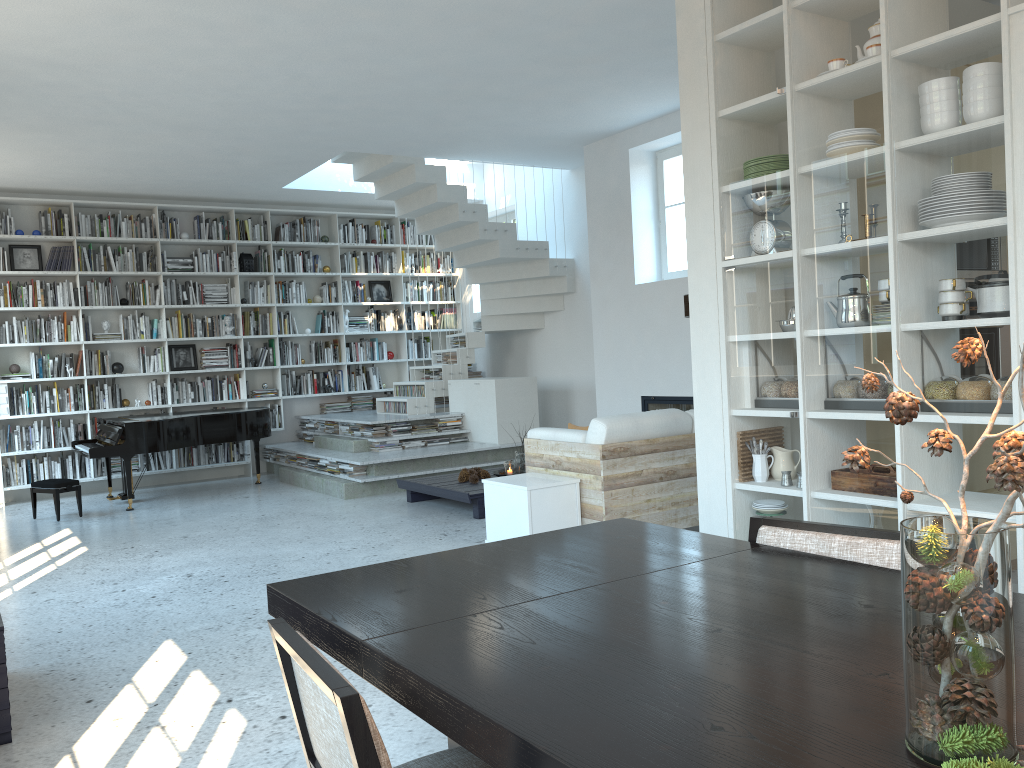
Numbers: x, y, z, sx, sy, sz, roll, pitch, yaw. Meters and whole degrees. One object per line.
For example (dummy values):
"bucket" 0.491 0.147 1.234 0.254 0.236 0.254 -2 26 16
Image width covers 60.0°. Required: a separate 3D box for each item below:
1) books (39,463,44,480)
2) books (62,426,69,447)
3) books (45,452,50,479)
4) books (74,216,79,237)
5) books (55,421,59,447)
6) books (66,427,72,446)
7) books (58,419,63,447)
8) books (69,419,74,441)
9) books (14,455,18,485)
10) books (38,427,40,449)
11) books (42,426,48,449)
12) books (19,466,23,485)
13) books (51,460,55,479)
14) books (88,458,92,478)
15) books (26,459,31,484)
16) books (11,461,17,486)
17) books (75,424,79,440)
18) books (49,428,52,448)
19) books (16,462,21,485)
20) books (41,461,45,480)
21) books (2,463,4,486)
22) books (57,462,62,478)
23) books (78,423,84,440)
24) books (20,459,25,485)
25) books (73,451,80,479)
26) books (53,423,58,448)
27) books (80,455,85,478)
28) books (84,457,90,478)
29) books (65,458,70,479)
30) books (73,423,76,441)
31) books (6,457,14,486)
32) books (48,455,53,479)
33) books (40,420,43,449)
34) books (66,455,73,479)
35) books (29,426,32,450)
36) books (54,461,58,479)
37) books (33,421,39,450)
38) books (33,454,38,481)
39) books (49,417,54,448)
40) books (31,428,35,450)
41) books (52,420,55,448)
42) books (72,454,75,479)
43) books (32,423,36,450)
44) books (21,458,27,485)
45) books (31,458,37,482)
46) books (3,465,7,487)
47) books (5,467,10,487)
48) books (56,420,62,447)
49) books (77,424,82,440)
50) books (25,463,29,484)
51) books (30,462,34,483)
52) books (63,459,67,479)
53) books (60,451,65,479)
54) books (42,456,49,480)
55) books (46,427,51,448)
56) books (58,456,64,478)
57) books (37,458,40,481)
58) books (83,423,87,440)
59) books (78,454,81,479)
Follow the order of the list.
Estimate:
"books" -4.958 0.933 9.337 0.030 0.202 0.168 -5 3 -33
"books" -4.775 0.560 9.467 0.058 0.216 0.177 -5 3 -33
"books" -4.917 0.877 9.389 0.014 0.304 0.139 -5 3 -33
"books" -4.679 -1.671 9.504 0.029 0.237 0.156 -5 3 -33
"books" -4.845 0.531 9.440 0.013 0.284 0.139 -5 3 -33
"books" -4.748 0.564 9.507 0.030 0.203 0.142 -5 3 -33
"books" -4.806 0.520 9.444 0.013 0.301 0.172 -5 3 -33
"books" -4.722 0.520 9.512 0.025 0.288 0.130 -5 3 -33
"books" -5.161 0.889 9.224 0.011 0.319 0.157 -5 3 -33
"books" -4.989 0.568 9.341 0.012 0.233 0.148 -5 3 -33
"books" -4.940 0.561 9.374 0.031 0.239 0.132 -5 3 -33
"books" -5.126 0.952 9.248 0.022 0.186 0.145 -5 3 -33
"books" -4.869 0.918 9.399 0.021 0.218 0.190 -5 3 -33
"books" -4.562 0.888 9.572 0.017 0.233 0.212 -5 3 -33
"books" -5.065 0.914 9.295 0.022 0.252 0.139 -5 3 -33
"books" -5.175 0.926 9.218 0.024 0.246 0.143 -5 3 -33
"books" -4.693 0.548 9.541 0.030 0.227 0.140 -5 3 -33
"books" -4.895 0.573 9.398 0.013 0.209 0.154 -5 3 -33
"books" -5.142 0.934 9.230 0.022 0.226 0.154 -5 3 -33
"books" -4.956 0.927 9.374 0.014 0.211 0.146 -5 3 -33
"books" -5.268 0.929 9.164 0.012 0.254 0.161 -5 3 -33
"books" -4.818 0.929 9.422 0.031 0.188 0.190 -5 3 -33
"books" -4.647 0.541 9.564 0.026 0.236 0.140 -5 3 -33
"books" -5.104 0.914 9.240 0.013 0.262 0.174 -5 3 -33
"books" -4.679 0.864 9.522 0.021 0.296 0.188 -5 3 -33
"books" -4.860 0.547 9.427 0.029 0.254 0.153 -5 3 -33
"books" -4.643 0.881 9.569 0.065 0.256 0.155 -5 3 -33
"books" -4.605 0.868 9.595 0.027 0.276 0.143 -5 3 -33
"books" -4.756 0.906 9.483 0.022 0.225 0.141 -5 3 -33
"books" -4.692 0.543 9.501 0.011 0.240 0.174 -5 3 -33
"books" -5.202 0.904 9.193 0.044 0.294 0.181 -5 3 -33
"books" -4.890 0.895 9.385 0.025 0.266 0.159 -5 3 -33
"books" -4.959 0.529 9.336 0.039 0.307 0.172 -5 3 -33
"books" -4.735 0.888 9.493 0.027 0.256 0.179 -5 3 -33
"books" -5.041 0.563 9.275 0.010 0.252 0.177 -5 3 -33
"books" -4.847 0.922 9.412 0.028 0.206 0.171 -5 3 -33
"books" -5.006 0.536 9.327 0.027 0.300 0.142 -5 3 -33
"books" -5.000 0.886 9.314 0.013 0.300 0.183 -5 3 -33
"books" -4.875 0.514 9.385 0.014 0.325 0.170 -5 3 -33
"books" -5.031 0.573 9.297 0.028 0.229 0.157 -5 3 -33
"books" -4.868 0.528 9.400 0.012 0.295 0.176 -5 3 -33
"books" -4.720 0.882 9.530 0.040 0.264 0.137 -5 3 -33
"books" -5.026 0.550 9.323 0.013 0.274 0.146 -5 3 -33
"books" -5.092 0.910 9.255 0.023 0.266 0.177 -5 3 -33
"books" -5.023 0.909 9.317 0.027 0.257 0.160 -5 3 -33
"books" -5.252 0.947 9.174 0.023 0.216 0.158 -5 3 -33
"books" -5.215 0.958 9.166 0.029 0.190 0.176 -5 3 -33
"books" -4.823 0.527 9.439 0.022 0.291 0.137 -5 3 -33
"books" -4.648 0.546 9.520 0.023 0.228 0.190 -5 3 -33
"books" -5.080 0.939 9.281 0.022 0.206 0.158 -5 3 -33
"books" -5.040 0.929 9.299 0.022 0.221 0.163 -5 3 -33
"books" -4.782 0.912 9.481 0.024 0.214 0.137 -5 3 -33
"books" -4.801 0.866 9.470 0.013 0.310 0.130 -5 3 -33
"books" -4.925 0.898 9.363 0.031 0.266 0.186 -5 3 -33
"books" -4.913 0.566 9.387 0.028 0.225 0.134 -5 3 -33
"books" -4.797 0.900 9.436 0.023 0.244 0.188 -5 3 -33
"books" -4.995 0.912 9.342 0.022 0.246 0.135 -5 3 -33
"books" -4.618 0.541 9.571 0.030 0.231 0.151 -5 3 -33
"books" -4.664 0.859 9.528 0.012 0.304 0.165 -5 3 -33
